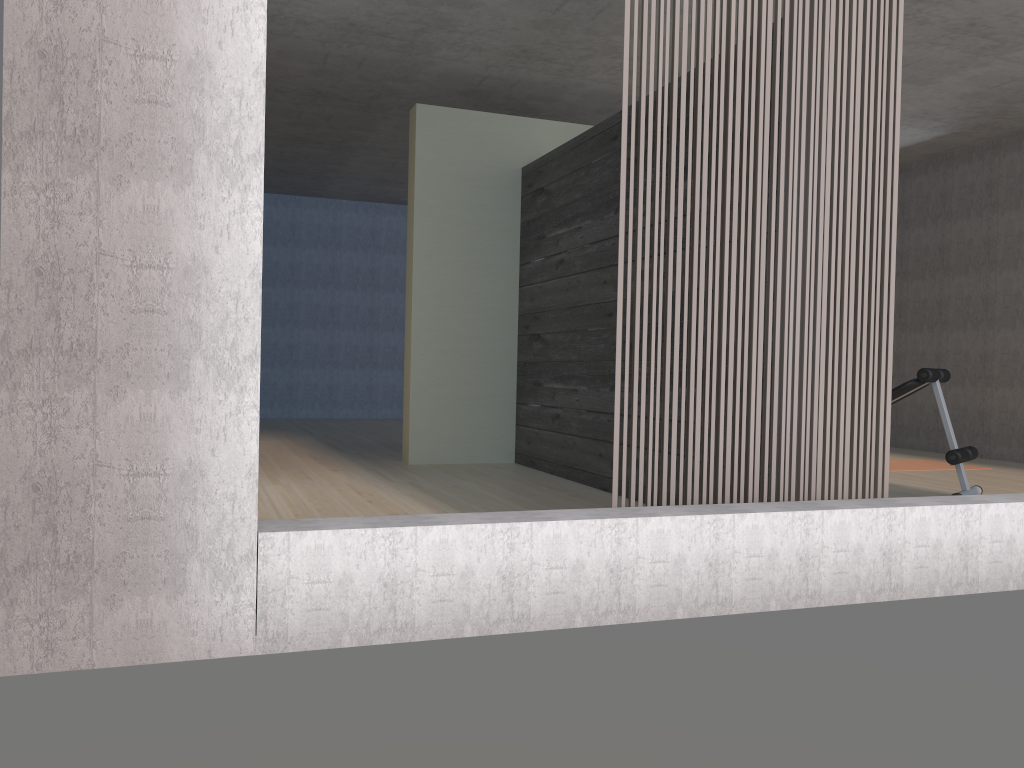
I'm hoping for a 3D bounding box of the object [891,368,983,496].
[{"bbox_3d":[2.107,0.269,5.419,1.312,0.746,0.505,2,1,39],"label":"object"}]

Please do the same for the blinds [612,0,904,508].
[{"bbox_3d":[0.866,-0.713,3.010,1.133,2.744,0.069,1,1,-20],"label":"blinds"}]

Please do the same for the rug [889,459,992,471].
[{"bbox_3d":[2.294,0.624,6.726,2.779,0.002,0.716,1,1,-20],"label":"rug"}]
